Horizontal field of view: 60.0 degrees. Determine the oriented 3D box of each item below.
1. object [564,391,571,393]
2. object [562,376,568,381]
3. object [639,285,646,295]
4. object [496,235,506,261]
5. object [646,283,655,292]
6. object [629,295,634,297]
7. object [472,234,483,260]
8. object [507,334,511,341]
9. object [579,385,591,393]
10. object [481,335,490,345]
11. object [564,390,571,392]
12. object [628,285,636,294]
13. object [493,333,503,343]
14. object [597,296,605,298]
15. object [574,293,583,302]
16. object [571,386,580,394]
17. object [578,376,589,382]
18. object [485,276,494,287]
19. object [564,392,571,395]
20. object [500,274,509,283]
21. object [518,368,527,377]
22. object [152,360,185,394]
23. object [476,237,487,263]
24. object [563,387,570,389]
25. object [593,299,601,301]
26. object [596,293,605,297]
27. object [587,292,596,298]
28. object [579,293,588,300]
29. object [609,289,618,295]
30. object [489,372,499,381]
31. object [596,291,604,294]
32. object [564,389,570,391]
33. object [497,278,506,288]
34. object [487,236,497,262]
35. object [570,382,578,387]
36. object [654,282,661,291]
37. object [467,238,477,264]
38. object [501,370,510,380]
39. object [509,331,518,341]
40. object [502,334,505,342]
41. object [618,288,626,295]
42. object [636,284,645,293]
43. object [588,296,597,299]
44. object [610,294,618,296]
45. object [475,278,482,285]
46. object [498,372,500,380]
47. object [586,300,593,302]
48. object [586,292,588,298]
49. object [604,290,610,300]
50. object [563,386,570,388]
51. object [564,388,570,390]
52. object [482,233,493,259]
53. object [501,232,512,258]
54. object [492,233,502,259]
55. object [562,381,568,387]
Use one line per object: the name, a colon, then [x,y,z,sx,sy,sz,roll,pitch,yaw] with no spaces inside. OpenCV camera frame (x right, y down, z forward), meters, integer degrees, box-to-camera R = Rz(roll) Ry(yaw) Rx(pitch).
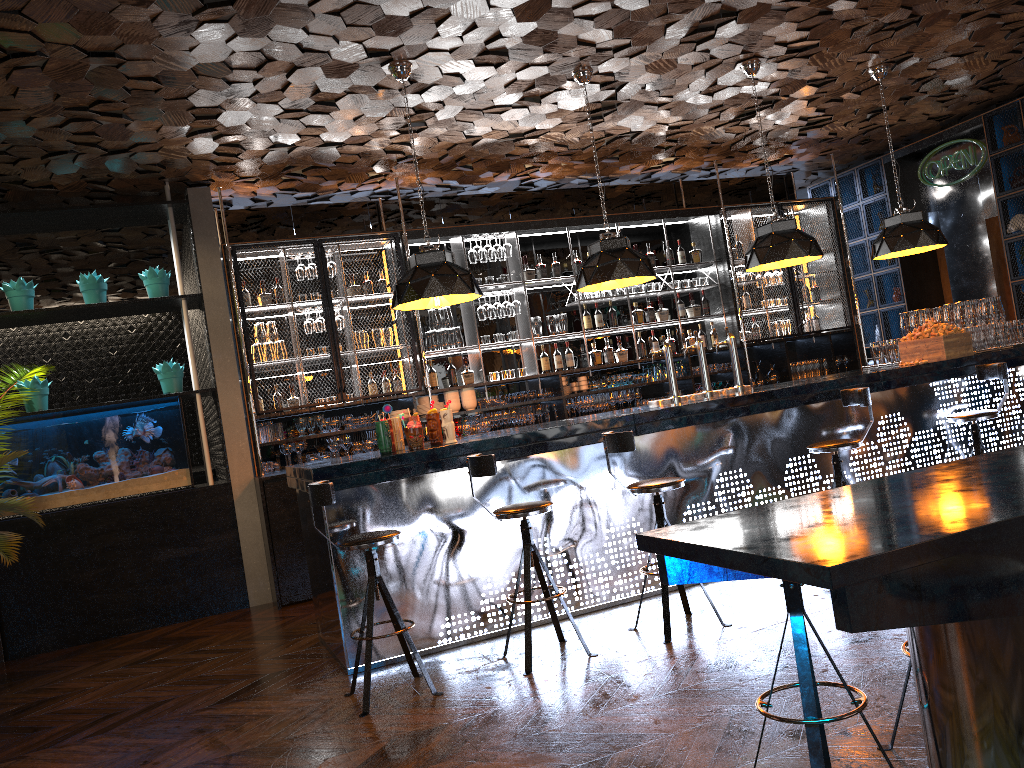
object: [0.522,0.092,8.826,0.149,0.023,0.149,-10,-1,37]
object: [0.495,-0.036,8.823,0.094,0.069,0.106,-9,-1,-15]
object: [1.385,-0.997,9.454,0.089,0.092,0.089,-8,-1,-22]
object: [-0.111,-1.364,8.913,0.092,0.244,0.092,-10,-1,29]
object: [1.457,-1.011,9.328,0.089,0.092,0.089,-10,-1,32]
object: [1.265,-0.979,9.448,0.089,0.092,0.089,-9,-1,18]
object: [-0.341,-1.333,8.646,0.092,0.244,0.092,-10,-1,29]
object: [-0.002,-0.461,8.889,0.089,0.092,0.089,-8,-1,-37]
object: [0.724,0.048,8.890,0.106,0.067,0.094,-8,-1,-33]
object: [-0.256,-0.425,8.708,0.089,0.092,0.089,-8,-2,-43]
object: [0.520,0.081,8.826,0.149,0.023,0.149,-8,-1,-37]
object: [1.255,-0.981,9.261,0.089,0.092,0.089,-10,-1,40]
object: [-0.135,-0.444,8.709,0.089,0.092,0.089,-8,-2,-43]
object: [0.910,-0.928,9.157,0.089,0.092,0.089,-8,-1,-32]
object: [0.685,-0.892,9.210,0.089,0.092,0.089,-10,-1,40]
object: [0.639,0.062,8.956,0.094,0.067,0.106,-10,-1,31]
object: [0.708,-0.041,8.883,0.094,0.068,0.106,-8,-1,-21]
object: [-0.219,-1.006,8.739,0.089,0.092,0.089,-10,-1,37]
object: [0.523,0.102,8.825,0.149,0.022,0.149,-10,-1,37]
object: [-0.069,-1.030,8.744,0.089,0.092,0.089,-10,-1,37]
object: [0.107,-0.110,8.775,0.089,0.092,0.089,-9,-1,-11]
object: [-2.918,-0.058,7.565,0.265,0.325,0.245,-8,-1,-28]
object: [-0.298,-1.336,8.839,0.092,0.244,0.092,-10,-1,29]
object: [0.515,0.049,8.826,0.149,0.025,0.149,-10,-1,31]
object: [0.878,-0.921,9.299,0.089,0.092,0.089,-9,-1,4]
object: [0.906,-0.950,9.158,0.089,0.092,0.089,-8,-1,-32]
object: [0.814,-0.935,9.080,0.089,0.092,0.089,-9,-1,20]
object: [0.722,-0.901,9.049,0.089,0.092,0.089,-9,-1,4]
object: [1.050,-0.970,9.183,0.089,0.092,0.089,-8,-1,-31]
object: [-0.174,-0.069,8.640,0.089,0.092,0.089,-10,-1,40]
object: [0.902,-0.976,9.158,0.089,0.092,0.089,-8,-1,-26]
object: [0.518,0.069,8.826,0.149,0.024,0.149,-8,-1,-22]
object: [-0.106,-1.020,8.927,0.089,0.092,0.089,-10,-1,37]
object: [-0.207,-1.349,8.875,0.092,0.244,0.092,-10,-1,29]
object: [0.640,0.017,8.957,0.094,0.069,0.105,-8,-2,-44]
object: [1.536,-1.022,9.396,0.089,0.092,0.089,-9,-1,23]
object: [-0.399,-1.321,8.799,0.092,0.244,0.092,-10,-1,29]
object: [-0.059,-0.086,8.672,0.089,0.092,0.089,-10,-1,32]
object: [0.019,-0.468,8.704,0.089,0.092,0.089,-8,-1,-37]
object: [-0.110,-0.446,8.839,0.089,0.092,0.089,-9,-1,10]
object: [1.175,-0.965,9.405,0.089,0.092,0.089,-9,-1,20]
object: [1.351,-0.995,9.313,0.089,0.092,0.089,-10,-1,32]
object: [0.817,-0.915,9.080,0.089,0.092,0.089,-10,-1,40]
object: [1.054,-0.950,9.183,0.089,0.092,0.089,-9,-1,4]
object: [-0.339,-0.988,8.716,0.089,0.092,0.089,-10,-1,37]
object: [-0.163,-0.067,8.827,0.089,0.092,0.089,-10,-1,40]
object: [0.790,-0.908,9.238,0.089,0.092,0.089,-9,-1,4]
object: [0.787,-0.928,9.239,0.089,0.092,0.089,-9,-1,4]
object: [0.982,-0.937,9.304,0.089,0.092,0.089,-8,-1,-32]
object: [0.512,0.038,8.825,0.149,0.026,0.148,-9,-1,-15]
object: [0.518,0.059,8.826,0.149,0.026,0.148,-9,-1,-15]
object: [-0.239,-1.348,8.686,0.092,0.244,0.092,-10,-1,29]
object: [-0.053,-1.376,8.760,0.092,0.244,0.092,-10,-1,29]
object: [-0.148,-1.362,8.722,0.092,0.244,0.092,-10,-1,29]
object: [0.511,0.006,8.826,0.107,0.070,0.094,-9,-1,9]
